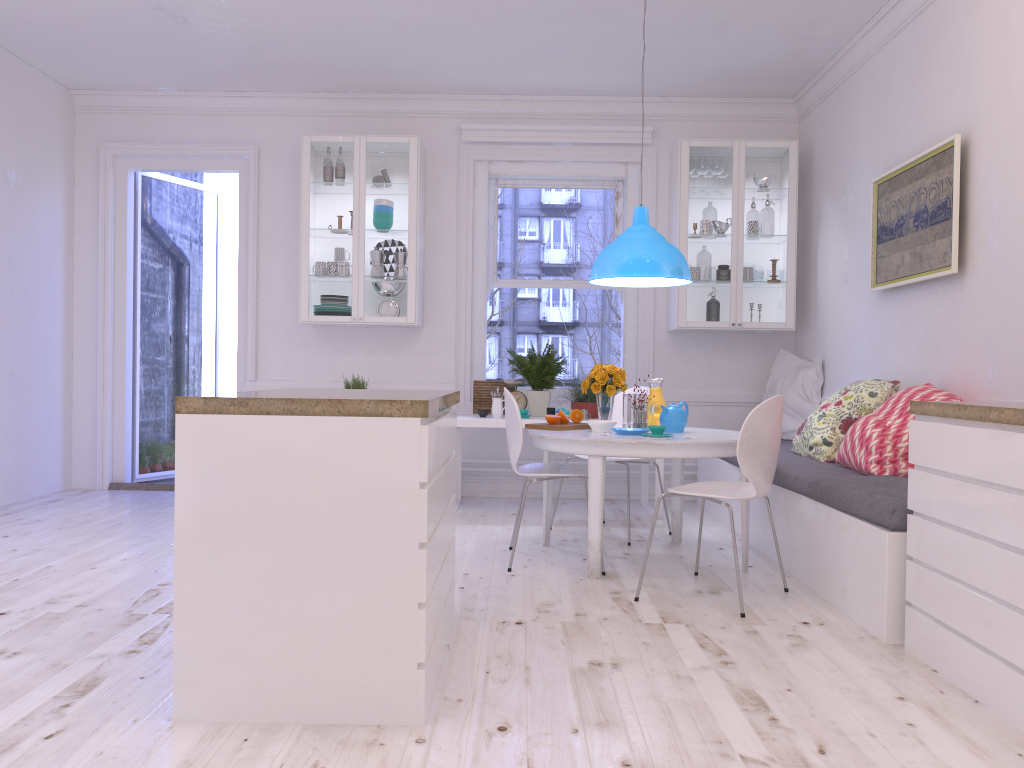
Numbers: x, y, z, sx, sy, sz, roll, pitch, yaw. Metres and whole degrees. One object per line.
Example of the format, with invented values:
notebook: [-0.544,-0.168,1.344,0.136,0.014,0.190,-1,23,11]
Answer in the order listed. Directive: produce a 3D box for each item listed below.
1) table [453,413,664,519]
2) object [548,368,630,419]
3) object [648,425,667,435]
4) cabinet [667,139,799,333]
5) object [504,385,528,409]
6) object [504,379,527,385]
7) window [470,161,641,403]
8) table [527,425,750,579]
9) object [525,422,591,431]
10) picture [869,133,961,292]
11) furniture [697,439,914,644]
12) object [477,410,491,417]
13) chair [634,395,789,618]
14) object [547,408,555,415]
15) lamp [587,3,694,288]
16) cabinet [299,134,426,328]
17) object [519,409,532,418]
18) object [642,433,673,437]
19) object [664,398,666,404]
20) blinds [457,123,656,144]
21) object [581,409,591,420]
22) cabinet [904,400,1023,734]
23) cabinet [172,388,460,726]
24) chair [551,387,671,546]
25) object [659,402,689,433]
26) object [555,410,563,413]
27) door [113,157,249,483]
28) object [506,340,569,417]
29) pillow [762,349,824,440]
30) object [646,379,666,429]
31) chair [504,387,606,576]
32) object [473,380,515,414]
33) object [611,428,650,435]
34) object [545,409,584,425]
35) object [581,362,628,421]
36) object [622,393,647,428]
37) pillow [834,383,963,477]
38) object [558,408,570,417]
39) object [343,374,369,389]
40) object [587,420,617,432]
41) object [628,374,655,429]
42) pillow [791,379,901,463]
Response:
table: [0.274,0.533,5.903,1.514,0.619,0.736,1,1,1]
object: [0.528,0.061,5.921,0.668,0.367,0.531,1,1,25]
object: [0.677,0.217,4.124,0.088,0.043,0.088,1,1,8]
cabinet: [1.560,-1.035,6.304,0.823,1.311,0.425,1,1,1]
object: [0.028,0.113,6.138,0.159,0.208,0.185,1,1,1]
object: [0.025,-0.014,6.147,0.163,0.047,0.164,0,1,-40]
window: [0.320,-0.754,6.659,1.234,1.782,0.181,1,1,1]
table: [0.642,0.554,4.419,1.140,0.629,1.140,1,1,29]
object: [0.262,0.219,4.608,0.224,0.024,0.347,2,1,41]
picture: [2.014,-0.823,4.489,0.020,0.629,0.971,1,1,1]
furniture: [1.642,0.626,4.699,0.769,0.508,3.296,1,1,1]
object: [-0.189,0.193,5.790,0.079,0.048,0.082,0,1,-40]
chair: [0.869,0.460,3.684,0.483,0.845,0.604,1,1,36]
object: [0.242,0.188,5.582,0.055,0.077,0.070,1,1,26]
lamp: [0.705,-1.520,4.771,0.568,1.948,0.568,1,1,35]
cabinet: [-1.059,-1.075,6.330,0.823,1.311,0.425,1,1,1]
object: [0.068,0.194,5.756,0.121,0.055,0.121,2,1,41]
object: [0.676,0.238,4.124,0.147,0.011,0.147,1,1,3]
object: [0.955,0.157,5.949,0.127,0.152,0.115,1,1,-17]
blinds: [0.324,-1.821,6.457,1.451,0.131,0.136,1,1,1]
object: [0.468,0.196,5.644,0.066,0.067,0.052,1,1,1]
cabinet: [1.662,0.489,2.488,0.654,0.842,1.036,1,1,1]
cabinet: [-0.541,0.450,2.872,0.654,0.842,1.167,1,1,1]
chair: [0.599,0.437,5.114,0.483,0.845,0.604,0,1,-44]
object: [0.816,0.165,4.451,0.156,0.151,0.150,1,1,4]
object: [0.295,0.190,5.641,0.069,0.058,0.080,0,1,-27]
door: [-2.458,-0.456,7.123,1.009,2.474,1.021,1,1,1]
object: [0.174,-0.044,6.019,0.438,0.527,0.368,1,1,1]
pillow: [1.926,0.071,6.152,0.374,0.642,0.677,0,1,-29]
object: [0.749,0.105,4.617,0.094,0.267,0.116,1,1,27]
chair: [0.195,0.441,4.326,0.483,0.845,0.604,1,1,1]
object: [-0.126,0.095,6.247,0.294,0.237,0.028,1,1,1]
object: [0.571,0.228,4.252,0.196,0.023,0.196,1,1,-12]
object: [0.255,0.169,4.632,0.129,0.075,0.285,1,1,37]
object: [0.493,0.058,4.653,0.234,0.351,0.235,0,1,-34]
object: [0.643,0.143,4.644,0.101,0.186,0.122,1,1,31]
pillow: [1.789,0.208,4.039,0.491,0.424,0.587,1,1,3]
object: [0.331,0.184,5.653,0.069,0.059,0.082,1,1,-22]
object: [-1.065,0.083,6.097,0.186,0.367,0.196,0,1,-45]
object: [0.447,0.210,4.403,0.147,0.052,0.147,2,1,43]
object: [0.650,0.095,4.425,0.128,0.287,0.128,1,1,2]
pillow: [1.799,0.194,4.723,0.509,0.447,0.592,1,1,6]
